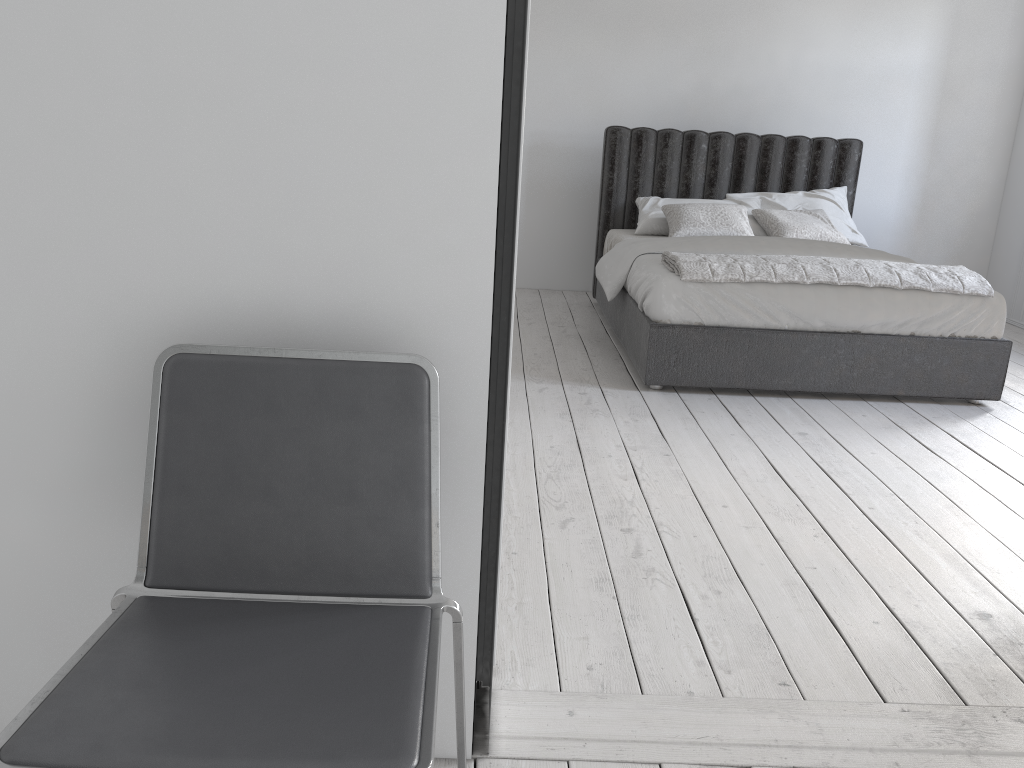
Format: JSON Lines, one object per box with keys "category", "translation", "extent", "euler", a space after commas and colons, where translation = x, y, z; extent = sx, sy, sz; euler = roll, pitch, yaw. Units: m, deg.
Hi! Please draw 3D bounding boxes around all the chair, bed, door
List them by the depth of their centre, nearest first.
{"category": "chair", "translation": [-0.334, 0.399, 1.185], "extent": [0.562, 0.797, 0.525], "euler": [3, 16, -2]}
{"category": "door", "translation": [-0.308, -0.534, 1.572], "extent": [0.666, 2.324, 0.034], "euler": [3, 16, -2]}
{"category": "bed", "translation": [1.436, -0.780, 4.899], "extent": [1.888, 1.167, 2.178], "euler": [3, 16, -2]}

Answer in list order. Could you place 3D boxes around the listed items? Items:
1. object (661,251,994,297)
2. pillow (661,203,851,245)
{"category": "object", "translation": [1.441, -0.521, 4.095], "extent": [1.460, 0.104, 0.405], "euler": [3, 16, -2]}
{"category": "pillow", "translation": [1.463, -0.947, 5.298], "extent": [1.146, 0.225, 0.416], "euler": [1, 16, -9]}
